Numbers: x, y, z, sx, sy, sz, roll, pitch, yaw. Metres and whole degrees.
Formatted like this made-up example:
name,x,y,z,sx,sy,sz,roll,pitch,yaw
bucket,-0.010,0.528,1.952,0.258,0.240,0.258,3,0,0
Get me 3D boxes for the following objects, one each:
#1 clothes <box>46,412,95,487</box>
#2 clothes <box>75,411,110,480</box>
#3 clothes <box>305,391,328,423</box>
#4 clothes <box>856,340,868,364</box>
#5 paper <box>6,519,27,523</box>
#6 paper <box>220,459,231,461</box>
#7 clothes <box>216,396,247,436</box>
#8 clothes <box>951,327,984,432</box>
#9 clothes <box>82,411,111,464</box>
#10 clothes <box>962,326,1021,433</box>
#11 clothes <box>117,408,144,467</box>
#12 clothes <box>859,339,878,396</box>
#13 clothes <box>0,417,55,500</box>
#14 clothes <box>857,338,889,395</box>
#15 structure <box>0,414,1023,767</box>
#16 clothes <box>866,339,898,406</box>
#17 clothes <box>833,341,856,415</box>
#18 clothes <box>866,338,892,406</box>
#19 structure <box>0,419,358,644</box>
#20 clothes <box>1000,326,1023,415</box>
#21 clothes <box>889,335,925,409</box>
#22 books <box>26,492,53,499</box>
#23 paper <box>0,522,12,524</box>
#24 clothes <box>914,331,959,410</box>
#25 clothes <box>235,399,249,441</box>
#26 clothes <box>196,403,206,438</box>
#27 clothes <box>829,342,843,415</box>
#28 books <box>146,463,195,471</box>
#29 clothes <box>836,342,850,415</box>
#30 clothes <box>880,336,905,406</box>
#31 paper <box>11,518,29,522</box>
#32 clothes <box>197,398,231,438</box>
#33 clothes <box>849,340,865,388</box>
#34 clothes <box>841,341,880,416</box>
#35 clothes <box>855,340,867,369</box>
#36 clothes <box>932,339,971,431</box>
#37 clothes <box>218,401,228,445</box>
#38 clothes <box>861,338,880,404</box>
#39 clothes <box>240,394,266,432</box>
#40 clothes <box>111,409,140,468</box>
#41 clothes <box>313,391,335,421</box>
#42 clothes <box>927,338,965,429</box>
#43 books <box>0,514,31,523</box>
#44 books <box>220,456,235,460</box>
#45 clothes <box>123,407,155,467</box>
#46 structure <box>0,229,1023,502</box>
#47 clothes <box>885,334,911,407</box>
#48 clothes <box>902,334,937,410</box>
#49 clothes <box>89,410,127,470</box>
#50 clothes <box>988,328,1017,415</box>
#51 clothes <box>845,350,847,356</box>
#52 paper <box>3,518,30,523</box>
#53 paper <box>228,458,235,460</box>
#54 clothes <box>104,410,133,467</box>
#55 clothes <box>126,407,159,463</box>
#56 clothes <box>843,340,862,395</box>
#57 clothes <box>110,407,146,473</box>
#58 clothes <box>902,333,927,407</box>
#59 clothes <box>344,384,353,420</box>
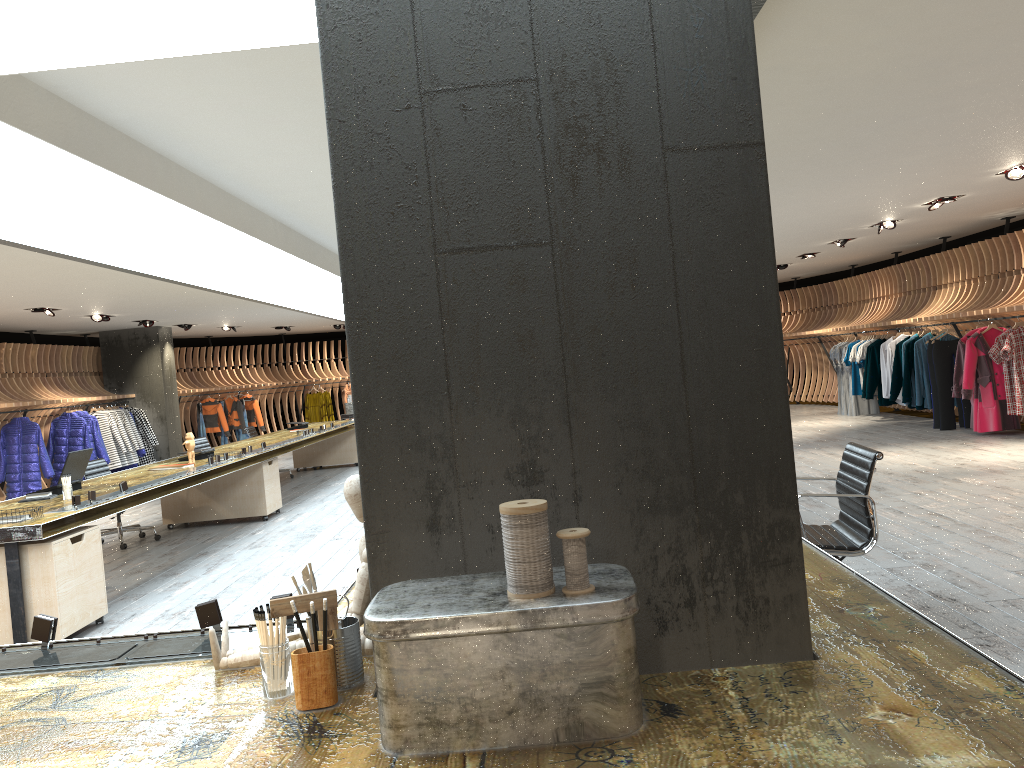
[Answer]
name,x,y,z,sx,sy,sz,roll,pitch,yaw
clothes,-7.201,1.086,14.311,0.880,1.260,0.242,-5,0,-2
clothes,-7.042,1.060,14.448,0.883,1.246,0.249,-5,0,-2
clothes,-4.799,0.712,21.706,0.664,1.045,0.168,-5,0,32
clothes,6.073,-0.292,14.670,0.742,0.938,0.162,-5,0,-4
paper,-2.982,0.817,5.293,0.176,0.004,0.130,-5,1,4
paper,-2.816,0.741,8.660,0.176,0.003,0.130,-5,1,0
clothes,-6.283,0.709,19.833,0.839,0.881,0.201,-5,0,21
clothes,5.974,-0.066,11.197,0.840,1.312,0.321,-5,0,0
clothes,-7.116,1.065,14.629,0.885,1.239,0.245,-5,0,-2
clothes,5.966,-0.060,10.907,0.839,1.312,0.321,-5,0,10
clothes,-6.938,0.957,15.801,0.752,1.062,0.128,-5,0,0
clothes,6.030,-0.270,14.593,0.743,0.950,0.167,-5,0,-15
clothes,-7.157,1.101,12.917,0.885,1.239,0.245,-5,0,-2
clothes,6.009,-0.280,14.407,0.734,0.937,0.164,-5,0,5
structure,-1.265,0.903,10.000,4.835,0.844,18.478,-5,1,1
clothes,6.046,-0.204,14.126,0.913,1.081,0.238,-5,0,1
clothes,6.088,-0.044,15.732,0.677,1.434,0.203,-5,0,-9
clothes,6.037,-0.201,14.039,0.913,1.081,0.238,-5,0,6
structure,-3.088,1.070,10.259,1.162,0.844,10.453,-5,1,1
clothes,5.913,-0.154,10.066,0.760,1.030,0.179,-5,0,-13
clothes,6.014,-0.185,13.098,0.913,1.081,0.238,-5,0,6
books,-3.498,0.820,6.530,0.186,0.027,0.112,-6,1,-14
paper,-2.995,0.820,5.289,0.176,0.003,0.130,-5,1,0
clothes,6.008,-0.200,12.428,0.714,1.088,0.257,-5,0,7
clothes,-6.127,1.040,20.117,0.309,1.422,0.200,-5,0,-27
clothes,-6.629,1.107,19.040,0.200,1.422,0.308,-5,0,-21
clothes,6.090,-0.047,15.872,0.677,1.434,0.204,-5,0,16
books,-3.177,0.773,8.250,0.366,0.026,0.213,-5,1,12
clothes,6.083,-0.041,15.591,0.677,1.434,0.204,-5,0,16
clothes,6.051,-0.216,13.622,0.733,1.106,0.165,-5,0,6
paper,-2.982,0.814,5.293,0.176,0.004,0.130,-5,1,8
clothes,-6.574,0.742,19.348,0.839,0.881,0.201,-5,0,16
clothes,6.048,-0.290,14.863,0.743,0.931,0.158,-5,0,6
clothes,6.079,-0.038,15.455,0.677,1.434,0.203,-5,0,-14
clothes,6.080,-0.278,14.811,0.743,0.960,0.167,-5,0,-5
clothes,5.992,0.044,11.955,0.539,1.353,0.087,-5,0,6
clothes,-6.394,1.075,19.586,0.200,1.422,0.309,-5,0,-6
clothes,6.042,-0.205,14.249,0.913,1.081,0.238,-5,0,1
clothes,-6.035,0.673,20.352,0.839,0.881,0.201,-5,0,32
clothes,-6.942,0.961,15.623,0.752,1.062,0.128,-5,0,0
clothes,-4.666,0.697,21.830,0.664,1.045,0.168,-5,0,32
clothes,6.015,0.039,12.146,0.539,1.353,0.087,-5,0,26
books,-2.977,0.802,5.290,0.155,0.025,0.110,-5,1,-4
books,-2.798,0.724,8.660,0.155,0.025,0.110,-5,1,-4
clothes,-6.908,1.004,16.165,0.807,1.187,0.192,-5,0,2
structure,-0.791,0.065,5.914,14.881,2.440,36.560,-5,1,1
clothes,5.990,-0.207,13.433,0.733,1.106,0.165,-5,0,1
clothes,6.013,-0.178,12.743,0.913,1.081,0.238,-5,0,1
clothes,-6.954,0.971,15.125,0.752,1.062,0.128,-5,0,0
clothes,5.933,-0.157,10.288,0.760,1.020,0.188,-5,0,2
clothes,6.054,-0.295,15.103,0.743,0.931,0.158,-5,0,26
paper,-2.982,0.815,5.293,0.176,0.004,0.130,-5,1,6
paper,-2.803,0.738,8.664,0.176,0.004,0.130,-5,1,5
clothes,-6.948,0.967,15.360,0.752,1.062,0.128,-5,0,0
clothes,-6.912,1.001,16.353,0.799,1.185,0.191,-5,0,2
clothes,5.997,-0.273,15.008,0.737,0.971,0.167,-5,0,10
clothes,-7.055,1.034,16.010,0.885,1.239,0.245,-5,0,-2
clothes,6.019,-0.210,12.867,0.715,1.088,0.257,-5,0,-3
clothes,-4.050,0.567,22.301,0.447,1.156,0.125,-5,0,36
